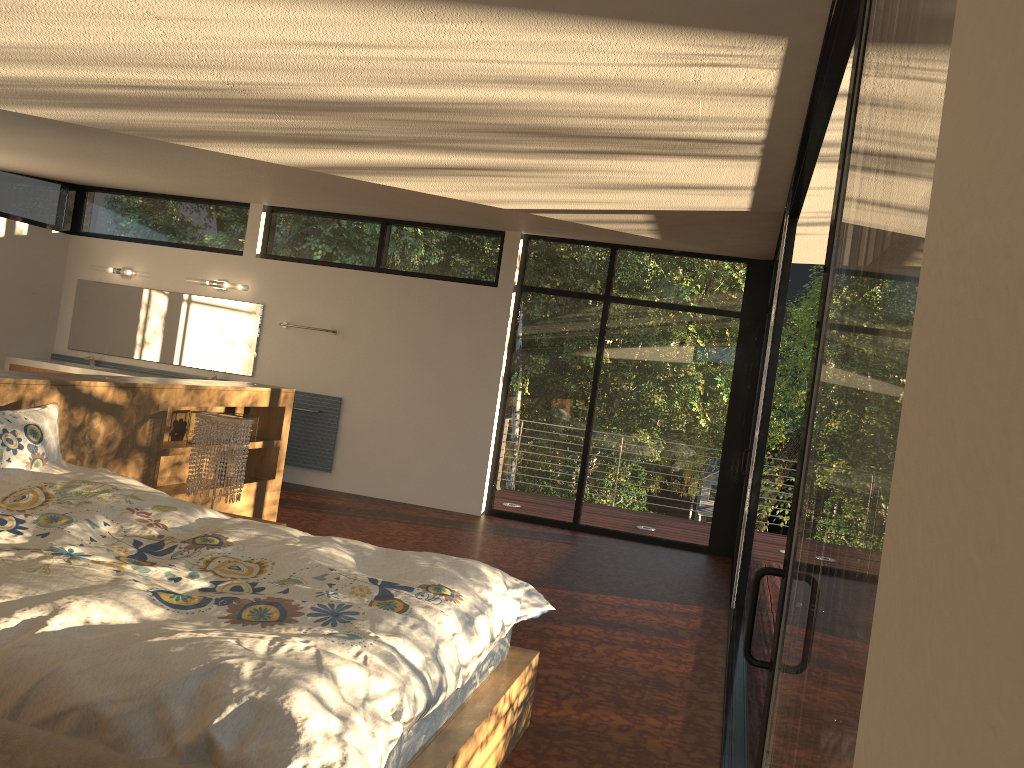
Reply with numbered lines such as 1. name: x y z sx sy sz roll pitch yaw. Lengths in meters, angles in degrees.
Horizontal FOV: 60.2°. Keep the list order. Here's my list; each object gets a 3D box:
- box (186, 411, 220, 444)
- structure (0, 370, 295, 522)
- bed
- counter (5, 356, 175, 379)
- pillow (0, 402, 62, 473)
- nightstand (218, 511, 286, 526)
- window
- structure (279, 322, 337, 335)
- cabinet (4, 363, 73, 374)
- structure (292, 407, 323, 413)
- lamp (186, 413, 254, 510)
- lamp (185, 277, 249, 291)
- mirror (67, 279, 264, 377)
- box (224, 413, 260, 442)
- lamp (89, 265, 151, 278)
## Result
1. box: -1.662 0.239 4.783 0.114 0.171 0.126 8 0 13
2. structure: -2.293 0.423 2.657 0.304 0.974 5.877 8 1 15
3. bed: -1.099 0.727 2.550 2.124 0.712 1.854 8 1 13
4. counter: -3.386 -0.030 7.978 2.249 0.111 0.557 8 1 11
5. pillow: -1.853 0.283 3.130 0.249 0.439 0.630 8 0 17
6. nightstand: -1.492 0.836 4.131 0.471 0.347 0.786 8 0 14
7. window: -2.427 -0.377 3.001 6.751 2.514 10.455 8 1 13
8. structure: -1.833 -0.502 7.964 0.531 0.056 0.201 8 1 11
9. cabinet: -3.436 0.324 7.974 2.248 0.711 0.557 8 0 11
10. structure: -1.935 0.217 7.955 0.497 0.021 0.201 8 1 12
11. lamp: -1.427 0.515 4.297 0.257 0.730 0.165 8 -1 12
12. lamp: -2.689 -0.911 8.104 0.612 0.070 0.119 8 0 11
13. mirror: -3.243 -0.531 8.284 1.934 0.678 0.101 8 -1 11
14. box: -1.571 0.255 5.105 0.132 0.156 0.159 8 0 13
15. lamp: -3.654 -1.051 8.294 0.612 0.070 0.119 8 0 11
